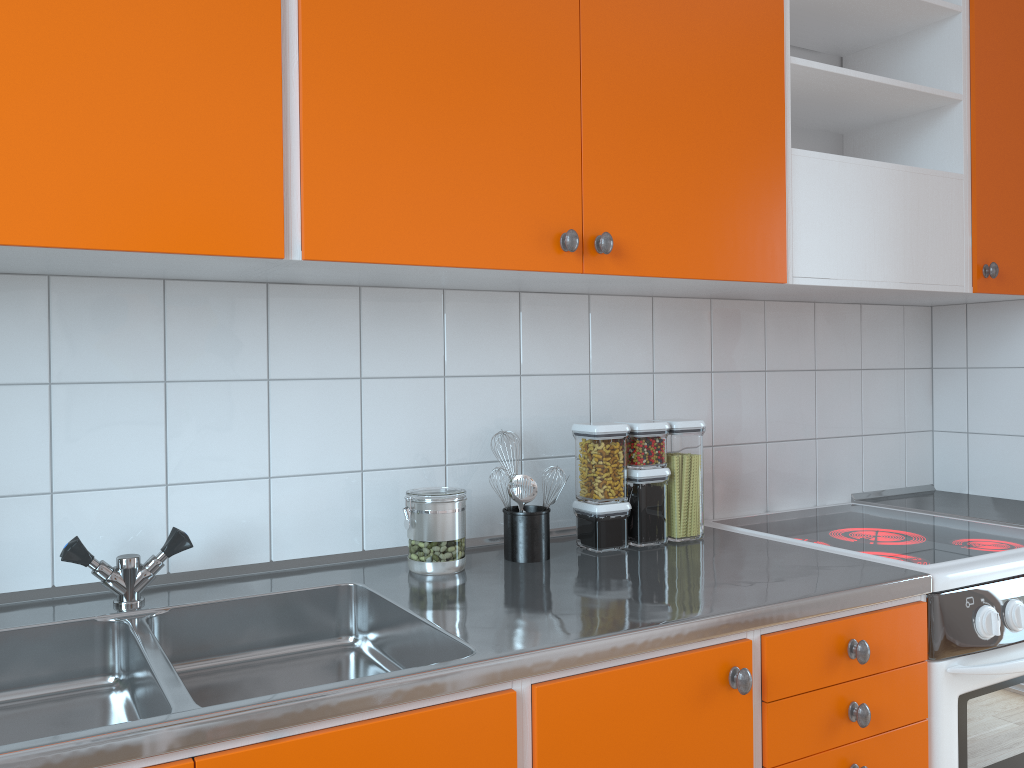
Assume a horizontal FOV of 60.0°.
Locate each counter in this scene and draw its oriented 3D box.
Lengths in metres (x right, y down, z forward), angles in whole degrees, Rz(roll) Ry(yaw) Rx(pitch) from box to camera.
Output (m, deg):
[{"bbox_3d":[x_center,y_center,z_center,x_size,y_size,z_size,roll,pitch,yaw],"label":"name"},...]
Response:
[{"bbox_3d":[0.087,0.395,1.610,3.078,0.132,0.687,-1,1,-29],"label":"counter"}]

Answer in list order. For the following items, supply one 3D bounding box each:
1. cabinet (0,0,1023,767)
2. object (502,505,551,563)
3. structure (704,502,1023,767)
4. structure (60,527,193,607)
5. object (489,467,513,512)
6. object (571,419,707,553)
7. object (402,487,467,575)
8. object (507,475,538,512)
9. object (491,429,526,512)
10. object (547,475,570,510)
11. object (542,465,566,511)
[{"bbox_3d":[0.093,0.039,1.593,3.079,2.348,0.710,-1,1,-29],"label":"cabinet"},{"bbox_3d":[0.030,0.301,1.770,0.097,0.105,0.095,0,1,42],"label":"object"},{"bbox_3d":[0.868,0.764,2.014,0.613,0.864,0.739,-1,1,-30],"label":"structure"},{"bbox_3d":[-0.632,0.303,1.460,0.199,0.116,0.049,-1,1,-29],"label":"structure"},{"bbox_3d":[-0.009,0.254,1.755,0.045,0.190,0.106,-1,0,22],"label":"object"},{"bbox_3d":[0.277,0.211,1.906,0.298,0.261,0.095,-1,1,-29],"label":"object"},{"bbox_3d":[-0.143,0.277,1.683,0.117,0.150,0.117,-1,1,5],"label":"object"},{"bbox_3d":[0.010,0.262,1.734,0.052,0.176,0.088,-1,0,-21],"label":"object"},{"bbox_3d":[0.018,0.222,1.830,0.063,0.251,0.187,-1,1,-28],"label":"object"},{"bbox_3d":[0.071,0.263,1.774,0.119,0.164,0.034,0,1,41],"label":"object"},{"bbox_3d":[0.072,0.224,1.738,0.044,0.131,0.077,-1,1,-38],"label":"object"}]
